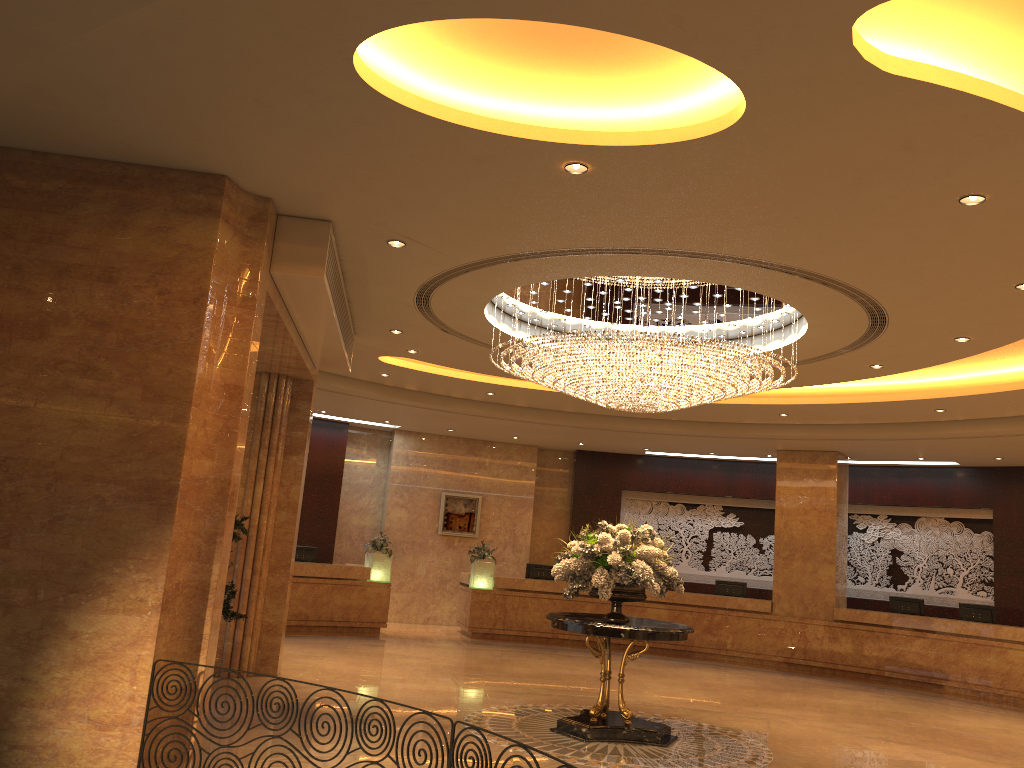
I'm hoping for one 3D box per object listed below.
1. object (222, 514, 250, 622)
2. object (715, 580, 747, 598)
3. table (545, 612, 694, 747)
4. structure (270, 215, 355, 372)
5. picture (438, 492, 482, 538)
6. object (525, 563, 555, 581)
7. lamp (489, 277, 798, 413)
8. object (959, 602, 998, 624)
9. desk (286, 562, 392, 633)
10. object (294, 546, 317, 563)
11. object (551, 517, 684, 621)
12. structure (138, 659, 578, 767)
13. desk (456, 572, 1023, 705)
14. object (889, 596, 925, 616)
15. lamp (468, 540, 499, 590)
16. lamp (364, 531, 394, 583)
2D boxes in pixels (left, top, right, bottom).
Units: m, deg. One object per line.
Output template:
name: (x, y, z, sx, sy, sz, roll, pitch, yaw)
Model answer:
object: (-3.465, 1.983, 9.393, 1.250, 2.363, 0.843, 10, -12, -25)
object: (4.243, 4.074, 17.208, 0.430, 0.500, 0.531, 12, -13, -34)
table: (1.039, 2.920, 8.867, 1.493, 1.089, 1.493, 7, -11, -13)
structure: (-1.948, -0.749, 9.092, 0.425, 0.483, 4.113, 6, -11, -6)
picture: (-1.110, 2.803, 18.982, 0.875, 0.890, 0.068, 8, -11, -15)
object: (0.560, 3.832, 17.608, 0.531, 0.500, 0.430, -1, -12, 30)
lamp: (1.371, -0.296, 9.472, 3.206, 1.196, 3.204, -1, -12, 30)
object: (7.851, 3.965, 14.941, 0.430, 0.500, 0.531, 6, -10, -4)
desk: (-4.430, 3.585, 15.161, 5.227, 1.155, 1.570, 14, -14, -41)
object: (-3.954, 3.133, 15.847, 0.918, 0.500, 0.397, 10, -11, -24)
object: (1.104, 1.901, 9.084, 1.277, 0.999, 1.318, 0, -11, 24)
structure: (-1.235, 1.637, 1.688, 3.815, 0.995, 7.624, 3, -11, 12)
desk: (5.022, 4.464, 15.526, 12.951, 1.155, 3.466, -1, -12, 28)
object: (6.998, 4.035, 15.717, 0.430, 0.500, 0.531, 7, -11, -10)
lamp: (-0.580, 3.465, 17.069, 0.577, 0.925, 0.542, 6, -10, -4)
lamp: (-2.479, 3.171, 16.362, 0.570, 0.923, 0.580, 7, -11, -10)
